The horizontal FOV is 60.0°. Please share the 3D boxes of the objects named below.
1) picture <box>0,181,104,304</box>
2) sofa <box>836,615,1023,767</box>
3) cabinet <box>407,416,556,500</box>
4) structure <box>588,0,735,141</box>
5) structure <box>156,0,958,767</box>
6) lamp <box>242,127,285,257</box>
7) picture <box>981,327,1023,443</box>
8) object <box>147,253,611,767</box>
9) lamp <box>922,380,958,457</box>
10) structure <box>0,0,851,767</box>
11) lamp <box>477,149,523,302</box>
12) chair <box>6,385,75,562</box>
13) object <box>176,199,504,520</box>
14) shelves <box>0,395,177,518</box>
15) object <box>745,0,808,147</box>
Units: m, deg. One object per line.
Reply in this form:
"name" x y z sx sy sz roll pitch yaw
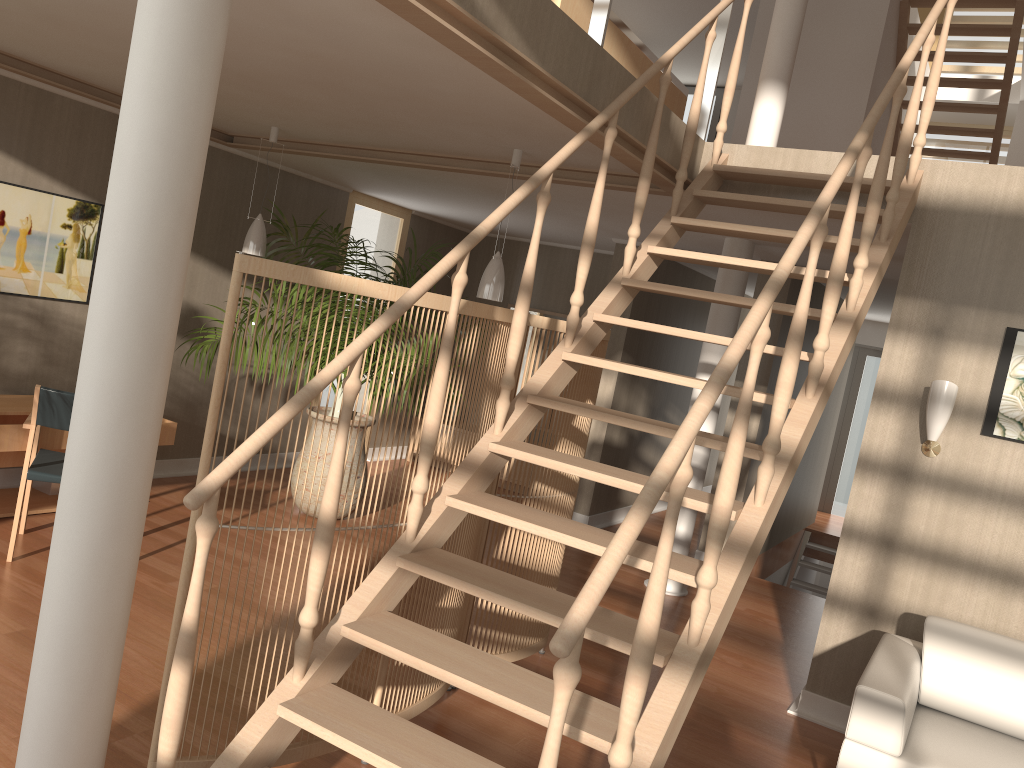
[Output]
"picture" -2.938 -0.833 5.008 0.010 0.633 1.317 14 5 28
"sofa" 2.154 1.461 3.140 1.781 0.740 0.905 14 5 28
"cabinet" -0.086 0.743 8.597 1.911 0.458 0.500 14 5 28
"structure" -1.187 -2.105 3.966 3.475 0.900 3.300 14 5 28
"structure" 0.558 -0.297 3.034 1.000 3.578 3.150 14 5 28
"lamp" -1.545 -1.201 5.534 0.139 0.800 0.139 11 4 3
"picture" 2.795 0.143 3.573 1.531 0.487 0.018 14 5 28
"object" -0.213 0.462 3.393 0.233 1.542 2.229 14 5 33
"lamp" 1.911 0.159 3.986 0.112 0.353 0.153 14 5 28
"structure" 1.636 0.302 4.964 8.342 2.533 10.775 14 5 28
"lamp" -0.044 -0.840 4.696 0.139 0.800 0.139 9 5 -26
"chair" -2.199 0.434 4.535 0.582 0.856 0.509 9 5 -21
"object" -1.190 -0.008 6.176 2.109 2.304 2.157 13 5 17
"shelves" -2.776 0.415 4.930 0.658 0.590 1.600 14 5 28
"object" 1.806 -2.419 5.771 0.200 2.400 0.200 14 5 28
